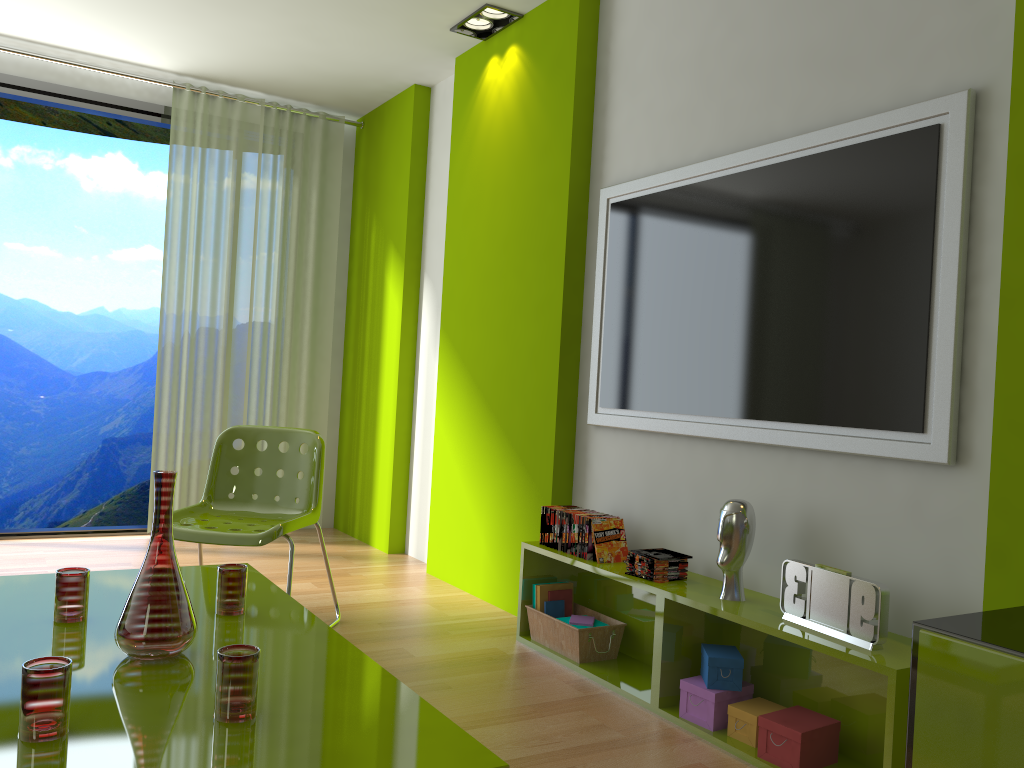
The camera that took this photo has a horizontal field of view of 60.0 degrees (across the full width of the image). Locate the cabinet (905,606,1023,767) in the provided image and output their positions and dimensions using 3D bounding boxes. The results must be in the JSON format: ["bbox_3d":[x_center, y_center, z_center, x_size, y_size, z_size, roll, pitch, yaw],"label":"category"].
[{"bbox_3d":[1.787,0.791,0.305,0.547,0.593,3.384,3,0,-31],"label":"cabinet"}]

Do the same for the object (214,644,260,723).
[{"bbox_3d":[-0.500,0.545,1.614,0.075,0.122,0.076,3,0,25],"label":"object"}]

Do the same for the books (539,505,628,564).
[{"bbox_3d":[0.267,0.548,3.258,0.147,0.150,0.370,3,0,-31],"label":"books"}]

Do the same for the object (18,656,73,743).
[{"bbox_3d":[-0.783,0.529,1.488,0.076,0.122,0.075,3,0,4],"label":"object"}]

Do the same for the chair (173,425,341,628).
[{"bbox_3d":[-1.007,0.549,3.341,0.640,0.759,0.546,3,0,7],"label":"chair"}]

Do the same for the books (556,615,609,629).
[{"bbox_3d":[0.266,0.879,3.216,0.143,0.025,0.182,3,0,-31],"label":"books"}]

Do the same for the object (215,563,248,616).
[{"bbox_3d":[-0.729,0.535,2.304,0.076,0.122,0.075,3,0,4],"label":"object"}]

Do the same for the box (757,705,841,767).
[{"bbox_3d":[0.765,0.951,2.368,0.202,0.116,0.135,3,0,-36],"label":"box"}]

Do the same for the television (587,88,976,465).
[{"bbox_3d":[0.729,-0.287,2.869,0.028,0.941,1.537,3,0,-31],"label":"television"}]

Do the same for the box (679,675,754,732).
[{"bbox_3d":[0.606,0.943,2.634,0.202,0.116,0.135,3,0,-36],"label":"box"}]

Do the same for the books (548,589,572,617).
[{"bbox_3d":[0.185,0.877,3.372,0.105,0.182,0.031,3,0,-31],"label":"books"}]

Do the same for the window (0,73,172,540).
[{"bbox_3d":[-2.855,-0.404,4.770,3.336,2.498,0.219,3,0,-31],"label":"window"}]

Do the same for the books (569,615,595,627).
[{"bbox_3d":[0.256,0.862,3.231,0.087,0.008,0.110,3,0,9],"label":"books"}]

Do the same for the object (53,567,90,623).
[{"bbox_3d":[-1.073,0.515,2.162,0.076,0.122,0.075,3,0,4],"label":"object"}]

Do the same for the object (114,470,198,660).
[{"bbox_3d":[-0.766,0.390,1.933,0.168,0.400,0.168,3,0,45],"label":"object"}]

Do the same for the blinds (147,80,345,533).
[{"bbox_3d":[-1.562,-0.412,5.283,1.012,2.568,0.067,3,0,-31],"label":"blinds"}]

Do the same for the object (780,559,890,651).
[{"bbox_3d":[0.832,0.568,2.312,0.047,0.176,0.340,3,0,-26],"label":"object"}]

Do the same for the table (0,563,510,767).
[{"bbox_3d":[-0.790,0.762,1.981,0.810,0.349,1.682,3,0,-31],"label":"table"}]

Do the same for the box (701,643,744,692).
[{"bbox_3d":[0.621,0.839,2.630,0.102,0.093,0.138,3,0,4],"label":"box"}]

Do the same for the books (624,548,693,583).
[{"bbox_3d":[0.475,0.592,2.908,0.164,0.078,0.172,3,0,-32],"label":"books"}]

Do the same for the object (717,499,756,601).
[{"bbox_3d":[0.668,0.497,2.648,0.107,0.305,0.107,3,0,25],"label":"object"}]

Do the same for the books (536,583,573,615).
[{"bbox_3d":[0.164,0.866,3.386,0.158,0.202,0.051,3,0,-31],"label":"books"}]

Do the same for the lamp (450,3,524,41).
[{"bbox_3d":[-0.117,-1.714,4.066,0.192,0.131,0.352,3,0,-31],"label":"lamp"}]

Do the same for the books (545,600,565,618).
[{"bbox_3d":[0.160,0.893,3.342,0.086,0.148,0.025,3,0,-31],"label":"books"}]

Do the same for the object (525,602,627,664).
[{"bbox_3d":[0.227,0.913,3.270,0.213,0.129,0.367,3,0,-31],"label":"object"}]

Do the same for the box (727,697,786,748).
[{"bbox_3d":[0.695,0.959,2.510,0.169,0.093,0.102,3,0,-36],"label":"box"}]

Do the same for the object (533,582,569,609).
[{"bbox_3d":[0.152,0.866,3.407,0.158,0.200,0.040,3,0,-31],"label":"object"}]

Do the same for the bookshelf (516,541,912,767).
[{"bbox_3d":[0.576,0.825,2.793,0.306,0.378,1.630,3,0,-31],"label":"bookshelf"}]
